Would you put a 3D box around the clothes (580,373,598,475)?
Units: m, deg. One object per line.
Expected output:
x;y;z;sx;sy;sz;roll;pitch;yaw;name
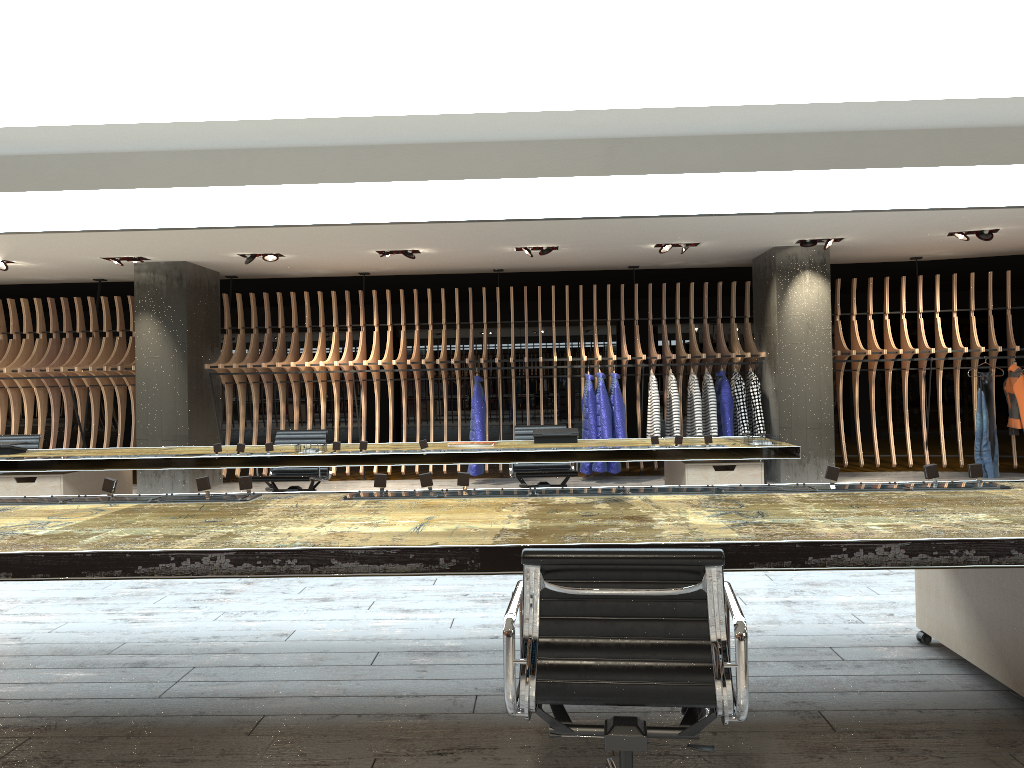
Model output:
0.950;0.490;11.172;0.242;1.261;0.880;-1;0;-1;clothes

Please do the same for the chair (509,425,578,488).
0.280;0.801;7.720;0.693;0.860;0.667;-1;0;-12;chair

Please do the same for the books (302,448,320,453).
-1.518;0.501;6.685;0.110;0.025;0.155;-1;0;-3;books

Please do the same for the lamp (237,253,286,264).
-2.902;-1.528;10.269;0.492;0.292;0.269;-1;0;2;lamp

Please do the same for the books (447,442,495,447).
-0.327;0.482;7.079;0.366;0.026;0.213;-1;0;2;books

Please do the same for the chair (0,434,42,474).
-4.572;0.898;7.896;0.693;0.860;0.667;-1;0;-7;chair

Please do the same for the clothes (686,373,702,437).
2.258;0.389;10.895;0.128;1.062;0.752;-1;0;0;clothes

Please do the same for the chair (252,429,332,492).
-1.930;0.845;7.780;0.693;0.860;0.667;-1;0;-2;chair

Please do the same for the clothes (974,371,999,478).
5.677;0.558;10.573;0.309;1.422;0.200;-1;-1;-21;clothes

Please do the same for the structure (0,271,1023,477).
-7.507;0.108;4.752;36.552;2.440;14.880;-1;0;2;structure

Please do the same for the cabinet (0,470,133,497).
-3.616;0.995;7.211;0.593;0.630;1.131;-1;0;2;cabinet

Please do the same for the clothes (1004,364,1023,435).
5.978;0.199;10.488;0.201;0.881;0.839;-1;0;17;clothes

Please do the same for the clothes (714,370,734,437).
2.647;0.450;11.011;0.245;1.239;0.885;-1;0;-1;clothes

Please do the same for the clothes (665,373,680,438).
1.996;0.394;10.903;0.128;1.062;0.752;-1;0;0;clothes

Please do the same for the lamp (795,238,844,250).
3.468;-1.655;10.008;0.492;0.292;0.269;-1;0;8;lamp

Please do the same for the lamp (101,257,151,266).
-4.496;-1.494;10.319;0.492;0.296;0.269;-1;0;2;lamp

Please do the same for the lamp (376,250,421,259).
-1.308;-1.559;10.218;0.492;0.294;0.269;-1;0;2;lamp

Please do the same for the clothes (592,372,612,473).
1.086;0.480;11.010;0.249;1.246;0.883;-1;0;-1;clothes

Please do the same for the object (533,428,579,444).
0.358;0.425;7.275;0.373;0.111;0.261;-1;0;2;object

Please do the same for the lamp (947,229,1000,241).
5.010;-1.683;9.640;0.492;0.296;0.269;-1;0;21;lamp

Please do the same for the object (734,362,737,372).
2.773;-0.114;10.989;0.012;0.316;0.516;-1;0;2;object

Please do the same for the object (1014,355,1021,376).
5.947;-0.205;10.480;0.012;0.270;0.525;-1;0;17;object

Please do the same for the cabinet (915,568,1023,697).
2.161;0.889;3.616;0.593;0.630;1.131;-1;0;2;cabinet

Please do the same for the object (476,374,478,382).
-0.436;-0.079;11.115;0.012;0.270;0.525;-1;0;2;object

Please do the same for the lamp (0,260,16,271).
-6.090;-1.466;10.370;0.492;0.288;0.269;-1;0;2;lamp

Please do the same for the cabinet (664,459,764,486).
1.587;0.891;7.049;0.593;0.630;1.131;-1;0;2;cabinet

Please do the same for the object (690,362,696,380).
2.236;-0.114;11.003;0.012;0.313;0.518;-1;0;2;object

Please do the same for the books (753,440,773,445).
1.859;0.433;6.585;0.110;0.025;0.155;-1;0;-3;books

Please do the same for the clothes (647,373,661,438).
1.760;0.399;10.911;0.128;1.062;0.752;-1;0;0;clothes

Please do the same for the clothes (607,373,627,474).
1.267;0.478;11.083;0.245;1.239;0.885;-1;0;-1;clothes

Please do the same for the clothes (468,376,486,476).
-0.444;0.512;11.137;0.245;1.239;0.885;-1;0;-1;clothes

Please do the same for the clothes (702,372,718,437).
2.436;0.385;10.890;0.128;1.062;0.752;-1;0;0;clothes

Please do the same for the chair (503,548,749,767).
0.299;0.816;2.352;0.693;0.860;0.667;-1;0;-2;chair

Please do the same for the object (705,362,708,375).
2.414;-0.117;10.997;0.012;0.313;0.518;-1;0;2;object

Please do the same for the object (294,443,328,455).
-1.515;0.490;6.688;0.209;0.071;0.302;-1;0;-4;object

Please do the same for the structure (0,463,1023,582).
-3.401;0.889;5.266;18.474;0.844;4.835;-1;0;2;structure

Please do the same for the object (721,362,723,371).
2.615;-0.141;11.050;0.012;0.270;0.525;-1;0;2;object

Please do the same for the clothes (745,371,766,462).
2.989;0.430;10.864;0.191;1.186;0.799;-1;-1;2;clothes

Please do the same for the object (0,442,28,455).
-4.211;0.529;7.251;0.373;0.088;0.262;-1;0;2;object

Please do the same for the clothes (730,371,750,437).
2.801;0.433;10.861;0.192;1.187;0.807;-1;-1;2;clothes

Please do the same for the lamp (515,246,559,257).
0.285;-1.595;10.168;0.492;0.286;0.269;-1;0;2;lamp

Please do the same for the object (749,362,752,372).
2.961;-0.120;10.987;0.012;0.313;0.518;-1;0;2;object

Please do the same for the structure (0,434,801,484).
-3.128;0.879;7.095;10.451;0.844;1.162;-1;0;2;structure

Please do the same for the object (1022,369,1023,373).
6.212;-0.221;10.344;0.549;0.243;0.023;-1;-1;-2;object

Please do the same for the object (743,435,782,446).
1.861;0.423;6.589;0.217;0.074;0.302;-1;0;-4;object

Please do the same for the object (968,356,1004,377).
5.655;-0.211;10.583;0.549;0.243;0.023;-1;-1;-17;object

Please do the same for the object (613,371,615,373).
1.275;-0.114;11.061;0.012;0.270;0.525;-1;0;2;object

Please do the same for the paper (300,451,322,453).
-1.514;0.513;6.690;0.130;0.004;0.176;-1;0;8;paper

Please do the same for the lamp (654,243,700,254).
1.879;-1.624;10.118;0.492;0.292;0.269;-1;0;2;lamp

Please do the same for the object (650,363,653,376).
1.738;-0.104;11.019;0.012;0.313;0.518;-1;0;2;object

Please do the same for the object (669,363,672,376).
1.974;-0.108;11.011;0.012;0.313;0.518;-1;0;2;object
